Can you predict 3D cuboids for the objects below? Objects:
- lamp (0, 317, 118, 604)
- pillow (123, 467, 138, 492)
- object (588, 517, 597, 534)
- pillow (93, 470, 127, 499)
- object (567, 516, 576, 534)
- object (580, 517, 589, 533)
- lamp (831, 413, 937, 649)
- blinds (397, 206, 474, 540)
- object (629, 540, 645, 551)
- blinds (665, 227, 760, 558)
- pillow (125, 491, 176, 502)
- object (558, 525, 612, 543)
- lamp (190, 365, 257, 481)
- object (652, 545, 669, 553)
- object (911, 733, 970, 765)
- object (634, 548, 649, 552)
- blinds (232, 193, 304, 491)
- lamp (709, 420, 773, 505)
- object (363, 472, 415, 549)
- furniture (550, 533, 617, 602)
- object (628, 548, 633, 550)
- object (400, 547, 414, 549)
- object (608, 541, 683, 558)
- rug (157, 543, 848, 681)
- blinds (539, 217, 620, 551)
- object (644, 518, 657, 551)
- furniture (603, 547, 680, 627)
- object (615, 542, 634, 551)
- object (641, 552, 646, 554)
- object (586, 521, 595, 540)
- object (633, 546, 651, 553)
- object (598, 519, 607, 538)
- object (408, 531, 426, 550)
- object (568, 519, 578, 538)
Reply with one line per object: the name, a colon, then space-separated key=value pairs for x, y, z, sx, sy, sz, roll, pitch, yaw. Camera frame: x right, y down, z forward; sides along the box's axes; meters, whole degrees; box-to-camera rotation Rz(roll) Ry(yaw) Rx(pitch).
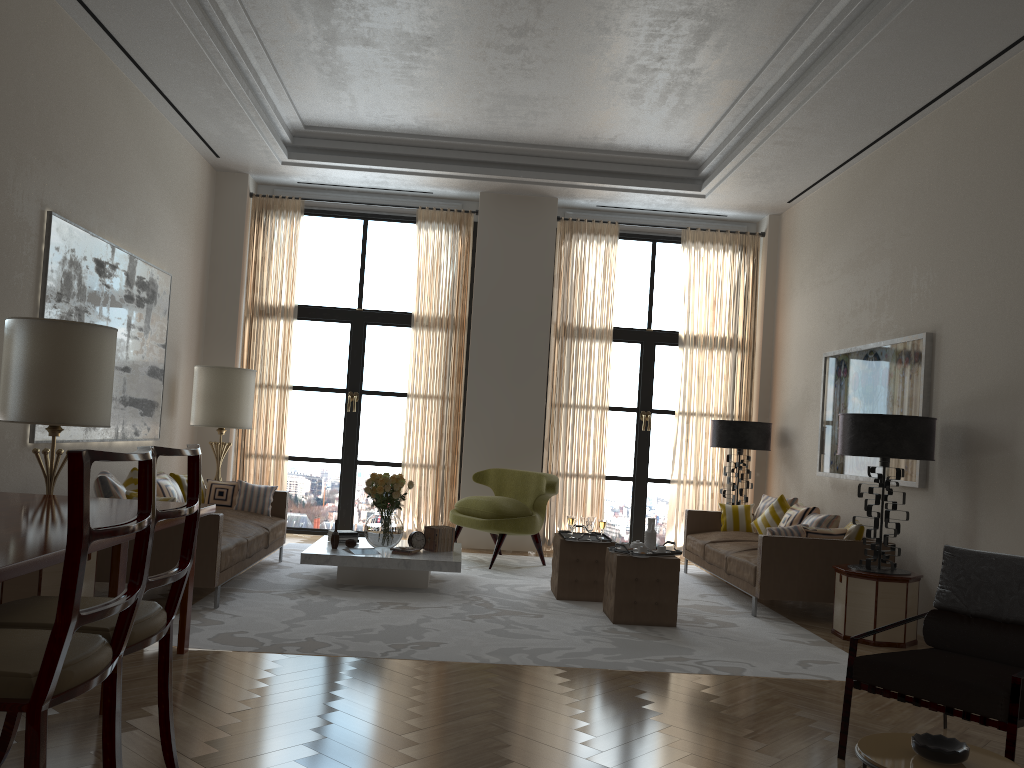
lamp: x=-3.481 y=0.670 z=6.696 sx=0.768 sy=2.253 sz=0.767 roll=5 pitch=-2 yaw=-37
pillow: x=-3.424 y=1.076 z=8.153 sx=0.766 sy=0.616 sz=0.356 roll=1 pitch=-3 yaw=41
object: x=0.853 y=1.522 z=9.502 sx=0.098 sy=0.191 sz=0.098 roll=2 pitch=-3 yaw=44
pillow: x=-3.480 y=1.065 z=7.752 sx=0.356 sy=0.575 sz=0.624 roll=5 pitch=-3 yaw=-24
object: x=0.625 y=1.504 z=9.452 sx=0.098 sy=0.191 sz=0.098 roll=4 pitch=-2 yaw=-20
object: x=0.768 y=1.510 z=9.388 sx=0.098 sy=0.191 sz=0.098 roll=4 pitch=-2 yaw=-3
lamp: x=3.357 y=1.301 z=8.058 sx=0.830 sy=2.017 sz=0.830 roll=4 pitch=-2 yaw=-2
blinds: x=-1.102 y=-0.088 z=12.815 sx=0.874 sy=4.870 sz=0.418 roll=4 pitch=-2 yaw=0
object: x=1.179 y=1.511 z=8.318 sx=0.176 sy=0.105 sz=0.136 roll=4 pitch=-3 yaw=-7
blinds: x=2.958 y=0.183 z=13.039 sx=1.242 sy=4.870 sz=0.419 roll=4 pitch=-2 yaw=-1
pillow: x=-3.081 y=1.145 z=7.622 sx=0.482 sy=0.432 sz=0.318 roll=3 pitch=-2 yaw=7
object: x=0.756 y=1.559 z=9.241 sx=0.491 sy=0.092 sz=0.803 roll=4 pitch=-3 yaw=-3
lamp: x=-3.746 y=0.922 z=11.350 sx=0.768 sy=2.253 sz=0.767 roll=5 pitch=-2 yaw=-40
object: x=1.389 y=1.539 z=8.236 sx=0.176 sy=0.067 sz=0.176 roll=4 pitch=-3 yaw=-4
object: x=1.579 y=1.351 z=3.272 sx=0.193 sy=0.064 sz=0.193 roll=3 pitch=-3 yaw=19
object: x=1.202 y=1.530 z=8.172 sx=0.186 sy=0.026 sz=0.041 roll=3 pitch=-3 yaw=5
blinds: x=-3.487 y=-0.241 z=12.684 sx=0.780 sy=4.882 sz=0.420 roll=4 pitch=-2 yaw=-1
lamp: x=3.123 y=1.530 z=12.281 sx=0.829 sy=2.017 sz=0.830 roll=4 pitch=-2 yaw=1
object: x=-1.325 y=1.356 z=9.468 sx=0.540 sy=0.821 sz=0.627 roll=4 pitch=-2 yaw=-7
furniture: x=0.739 y=1.906 z=9.235 sx=0.613 sy=0.615 sz=0.614 roll=4 pitch=-2 yaw=-3
object: x=1.080 y=1.519 z=8.137 sx=0.052 sy=0.027 sz=0.080 roll=1 pitch=-4 yaw=44
object: x=-1.089 y=1.697 z=9.190 sx=0.139 sy=0.019 sz=0.137 roll=5 pitch=-3 yaw=-19
object: x=1.243 y=1.522 z=8.238 sx=0.721 sy=0.101 sz=0.441 roll=6 pitch=-4 yaw=-39
rug: x=-0.072 y=2.126 z=9.170 sx=5.518 sy=0.065 sz=5.737 roll=4 pitch=-3 yaw=-3
blinds: x=0.989 y=0.051 z=12.932 sx=0.960 sy=4.870 sz=0.419 roll=4 pitch=-2 yaw=-1
object: x=1.315 y=1.426 z=8.416 sx=0.113 sy=0.305 sz=0.126 roll=2 pitch=-2 yaw=34
furniture: x=1.192 y=1.876 z=8.228 sx=0.613 sy=0.615 sz=0.614 roll=4 pitch=-2 yaw=-3
object: x=1.042 y=1.500 z=8.190 sx=0.176 sy=0.067 sz=0.176 roll=5 pitch=-3 yaw=-27
object: x=1.179 y=1.529 z=7.973 sx=0.053 sy=0.025 sz=0.049 roll=4 pitch=-3 yaw=-1
object: x=0.788 y=1.486 z=8.958 sx=0.098 sy=0.191 sz=0.098 roll=4 pitch=-2 yaw=-3
object: x=1.191 y=1.515 z=8.073 sx=0.176 sy=0.067 sz=0.176 roll=4 pitch=-3 yaw=-1
object: x=0.939 y=1.513 z=9.248 sx=0.098 sy=0.191 sz=0.098 roll=3 pitch=-2 yaw=23
object: x=-1.009 y=1.668 z=9.425 sx=0.205 sy=0.209 sz=0.082 roll=6 pitch=-3 yaw=-42
object: x=0.621 y=1.484 z=9.105 sx=0.098 sy=0.191 sz=0.098 roll=3 pitch=-2 yaw=23
